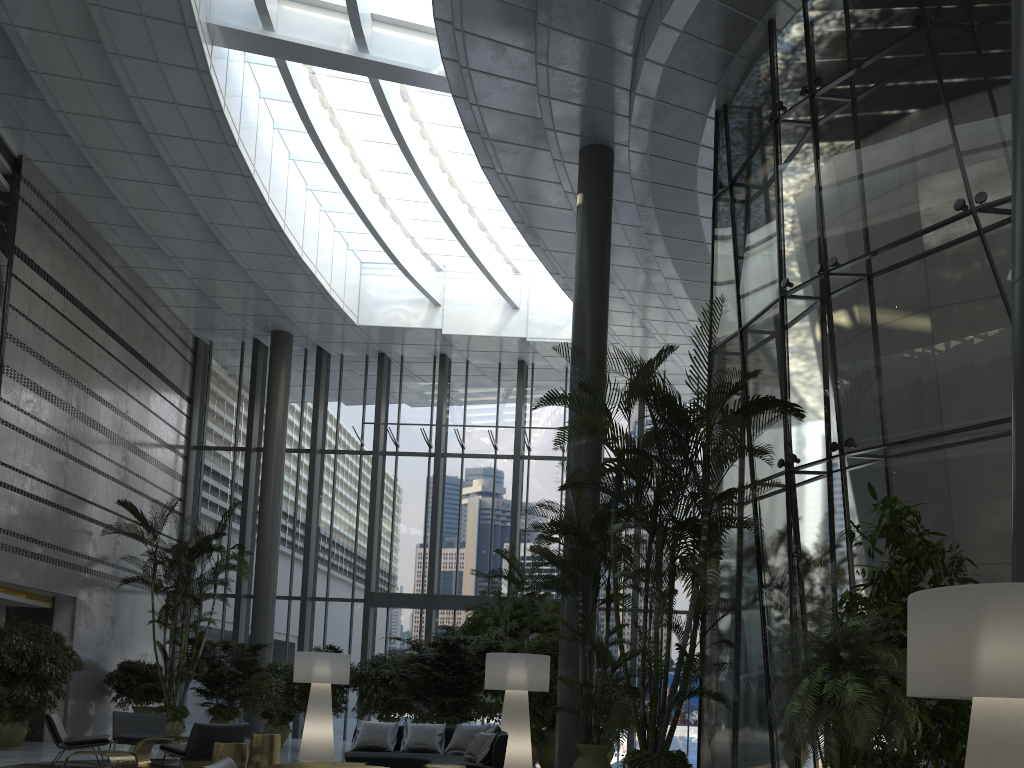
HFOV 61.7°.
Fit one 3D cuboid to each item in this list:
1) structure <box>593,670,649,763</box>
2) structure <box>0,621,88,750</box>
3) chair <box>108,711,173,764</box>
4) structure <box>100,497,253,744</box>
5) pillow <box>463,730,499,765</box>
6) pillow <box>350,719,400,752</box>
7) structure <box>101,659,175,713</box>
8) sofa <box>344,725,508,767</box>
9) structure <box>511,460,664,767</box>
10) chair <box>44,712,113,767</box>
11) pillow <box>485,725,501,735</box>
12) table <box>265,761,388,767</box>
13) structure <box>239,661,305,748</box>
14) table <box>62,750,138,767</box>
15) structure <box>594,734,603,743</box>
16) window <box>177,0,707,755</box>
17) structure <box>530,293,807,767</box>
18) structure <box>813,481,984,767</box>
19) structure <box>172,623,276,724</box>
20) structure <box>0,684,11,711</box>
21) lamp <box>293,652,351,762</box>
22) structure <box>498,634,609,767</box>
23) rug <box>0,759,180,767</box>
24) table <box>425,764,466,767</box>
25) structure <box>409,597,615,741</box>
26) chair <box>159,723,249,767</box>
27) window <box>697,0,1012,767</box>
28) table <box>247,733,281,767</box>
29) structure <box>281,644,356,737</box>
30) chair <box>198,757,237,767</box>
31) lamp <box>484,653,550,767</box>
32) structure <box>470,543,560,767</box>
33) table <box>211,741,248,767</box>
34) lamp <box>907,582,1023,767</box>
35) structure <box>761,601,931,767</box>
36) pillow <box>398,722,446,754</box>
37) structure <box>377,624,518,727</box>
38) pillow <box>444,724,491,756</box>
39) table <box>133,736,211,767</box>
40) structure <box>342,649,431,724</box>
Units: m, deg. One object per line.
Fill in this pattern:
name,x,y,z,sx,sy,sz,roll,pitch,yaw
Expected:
structure,1.424,5.301,13.524,1.494,1.551,1.606,9,-14,-29
structure,-7.508,4.596,13.105,1.613,1.900,2.148,-5,-15,33
chair,-5.031,4.796,11.639,0.754,0.645,0.734,11,-16,-32
structure,-6.105,4.283,15.739,2.513,4.499,2.551,1,-8,9
pillow,-0.329,3.973,9.365,0.282,0.354,0.580,7,-16,-21
pillow,-1.693,4.363,10.614,0.610,0.388,0.310,2,-11,1
structure,-7.051,5.946,16.161,1.122,1.490,1.474,-7,-16,44
sofa,-1.039,4.323,9.872,1.931,0.674,2.106,3,-19,-3
structure,0.869,2.770,9.517,1.674,3.602,2.094,4,-9,-12
chair,-5.299,4.355,10.458,0.750,0.645,0.739,8,-14,-22
pillow,-0.310,4.090,9.744,0.368,0.434,0.654,5,-15,-13
table,-1.613,3.686,7.813,1.463,0.407,1.336,3,-19,-3
structure,-4.296,5.952,15.958,1.494,1.551,1.606,9,-14,-29
table,-4.657,4.308,9.712,0.769,0.259,0.886,10,-20,-21
structure,1.067,5.229,12.030,0.441,0.614,0.466,1,-10,7
window,-2.832,0.211,11.569,13.457,9.615,19.809,-2,-17,16
structure,1.328,1.711,7.832,2.486,4.499,2.581,5,-9,-16
structure,2.667,1.978,5.758,1.170,2.624,1.057,6,-8,-24
structure,-5.610,5.823,16.697,1.894,2.212,1.917,5,-12,-12
structure,-7.504,4.365,11.585,1.190,1.280,1.236,-1,-12,15
lamp,-2.968,4.986,13.235,0.826,1.614,0.883,0,-9,20
structure,0.615,4.766,12.850,1.554,2.052,1.659,-8,-15,44
rug,-4.374,4.773,10.555,3.683,0.018,3.606,13,-23,-28
table,-0.583,3.534,7.372,0.443,0.479,0.463,3,-12,-2
structure,0.064,5.306,15.551,3.733,2.850,3.364,-1,-14,15
chair,-3.504,4.172,9.751,0.720,0.645,0.768,-7,-17,36
window,4.489,1.848,12.437,4.214,7.632,16.248,2,-17,5
table,-3.128,4.669,10.835,0.448,0.479,0.458,5,-12,-10
structure,-3.506,5.633,15.473,1.229,1.898,1.454,-2,-11,28
chair,-1.351,2.451,4.782,0.735,0.645,0.754,4,-14,-7
lamp,0.045,4.340,11.121,0.874,1.615,0.834,9,-10,-36
structure,0.088,3.889,12.318,1.432,3.344,1.244,4,-7,-12
table,-3.060,4.122,9.268,0.443,0.479,0.463,3,-12,-2
lamp,2.178,1.745,3.752,0.874,1.615,0.834,9,-10,-36
structure,2.015,2.188,5.124,0.996,1.710,0.937,5,-9,-15
pillow,-1.089,4.394,10.631,0.607,0.388,0.311,1,-11,5
structure,-1.095,4.994,13.955,2.257,2.243,2.427,5,-13,-10
pillow,-0.548,4.318,10.407,0.303,0.398,0.624,12,-18,-44
table,-3.999,4.700,10.893,1.352,0.381,1.268,-9,-22,31
structure,-2.155,5.738,15.515,1.994,1.823,1.737,-6,-15,34
